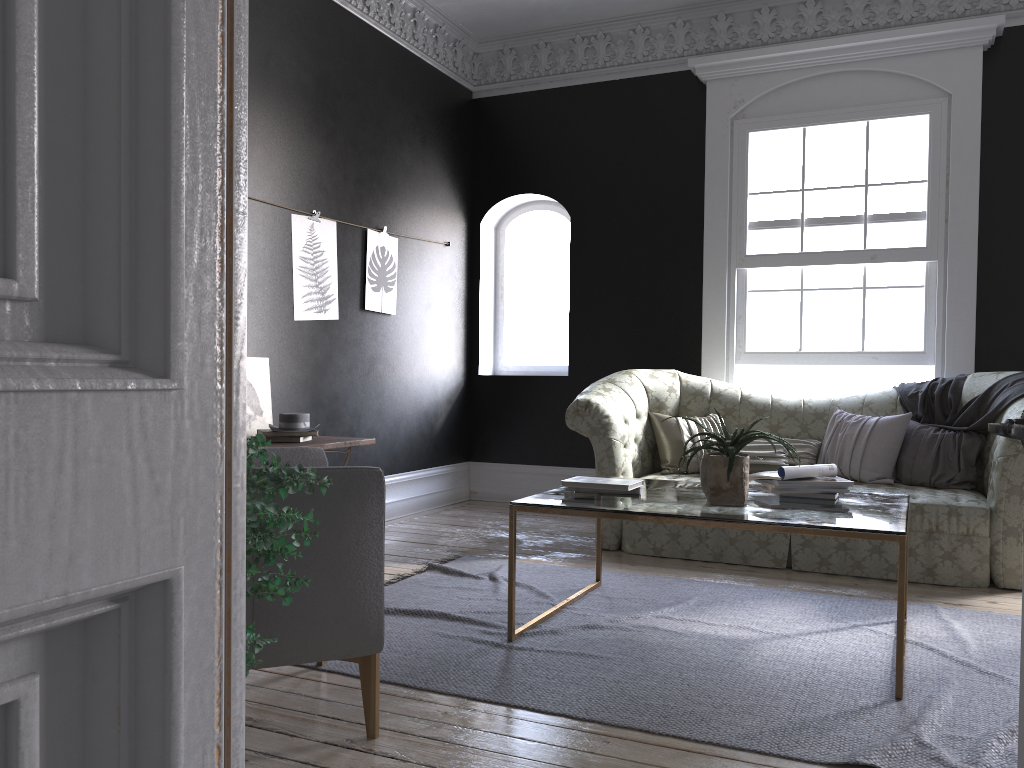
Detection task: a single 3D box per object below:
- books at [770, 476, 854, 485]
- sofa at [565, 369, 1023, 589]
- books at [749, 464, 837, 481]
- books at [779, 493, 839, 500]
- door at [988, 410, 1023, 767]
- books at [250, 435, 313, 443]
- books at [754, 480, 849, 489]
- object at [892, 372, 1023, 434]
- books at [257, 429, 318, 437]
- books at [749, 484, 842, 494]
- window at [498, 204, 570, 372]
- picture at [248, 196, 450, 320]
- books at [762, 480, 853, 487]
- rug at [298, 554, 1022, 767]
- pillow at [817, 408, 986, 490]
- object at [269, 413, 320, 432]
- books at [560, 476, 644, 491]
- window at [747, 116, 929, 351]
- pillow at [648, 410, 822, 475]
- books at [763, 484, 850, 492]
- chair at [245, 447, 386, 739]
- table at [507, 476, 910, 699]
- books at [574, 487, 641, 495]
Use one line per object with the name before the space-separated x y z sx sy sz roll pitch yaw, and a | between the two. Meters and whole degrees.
books | 1.269 0.411 3.822 0.318 0.011 0.252 1 0 1
sofa | 1.894 0.490 5.669 2.812 1.161 1.605 1 1 26
books | 1.193 0.396 3.847 0.322 0.109 0.273 0 1 -30
books | 1.282 0.470 3.823 0.231 0.023 0.162 1 0 25
door | 0.774 -0.130 0.943 0.216 2.375 1.097 1 1 12
books | -1.211 0.285 4.667 0.268 0.029 0.203 1 0 5
books | 1.248 0.431 3.841 0.318 0.011 0.252 1 0 -4
object | 2.815 0.216 5.353 0.517 0.585 1.366 0 1 -16
books | -1.181 0.256 4.669 0.289 0.030 0.193 1 0 -24
books | 1.220 0.452 3.846 0.318 0.011 0.252 1 0 -9
window | 0.246 -0.839 7.805 0.740 1.457 0.112 1 2 25
picture | -1.449 -0.782 5.279 0.058 0.771 4.456 1 1 25
books | 1.261 0.421 3.827 0.318 0.011 0.252 1 0 -4
rug | 0.846 1.026 3.584 3.644 0.050 2.105 1 0 25
pillow | 2.346 0.388 5.407 0.963 0.462 0.405 1 1 32
object | -1.146 0.198 4.670 0.258 0.087 0.328 1 0 -9
books | 0.393 0.431 3.851 0.307 0.024 0.220 1 0 25
window | 2.321 -1.047 6.399 1.262 1.672 0.056 1 2 25
pillow | 1.428 0.395 5.804 1.105 0.416 0.529 1 1 25
books | 1.263 0.442 3.836 0.318 0.011 0.252 1 0 6
chair | -0.871 0.599 2.758 0.770 0.863 0.818 0 1 -25
table | 0.870 0.758 3.734 1.448 0.558 1.092 1 1 25
books | 0.423 0.458 3.910 0.289 0.030 0.193 1 0 9
